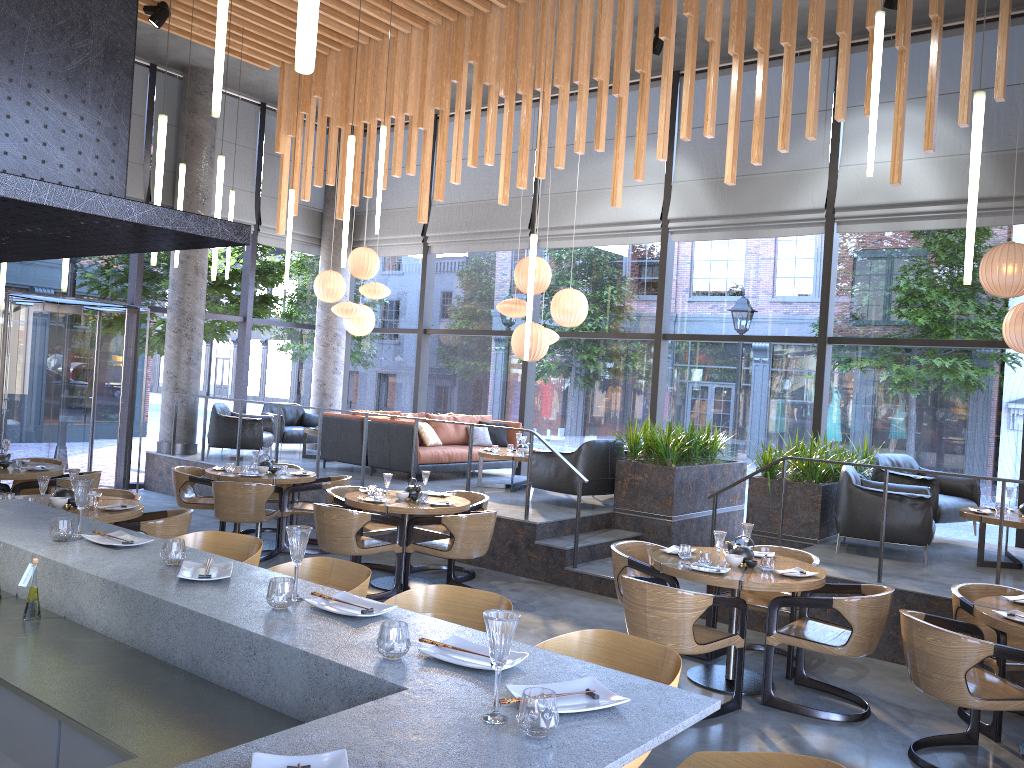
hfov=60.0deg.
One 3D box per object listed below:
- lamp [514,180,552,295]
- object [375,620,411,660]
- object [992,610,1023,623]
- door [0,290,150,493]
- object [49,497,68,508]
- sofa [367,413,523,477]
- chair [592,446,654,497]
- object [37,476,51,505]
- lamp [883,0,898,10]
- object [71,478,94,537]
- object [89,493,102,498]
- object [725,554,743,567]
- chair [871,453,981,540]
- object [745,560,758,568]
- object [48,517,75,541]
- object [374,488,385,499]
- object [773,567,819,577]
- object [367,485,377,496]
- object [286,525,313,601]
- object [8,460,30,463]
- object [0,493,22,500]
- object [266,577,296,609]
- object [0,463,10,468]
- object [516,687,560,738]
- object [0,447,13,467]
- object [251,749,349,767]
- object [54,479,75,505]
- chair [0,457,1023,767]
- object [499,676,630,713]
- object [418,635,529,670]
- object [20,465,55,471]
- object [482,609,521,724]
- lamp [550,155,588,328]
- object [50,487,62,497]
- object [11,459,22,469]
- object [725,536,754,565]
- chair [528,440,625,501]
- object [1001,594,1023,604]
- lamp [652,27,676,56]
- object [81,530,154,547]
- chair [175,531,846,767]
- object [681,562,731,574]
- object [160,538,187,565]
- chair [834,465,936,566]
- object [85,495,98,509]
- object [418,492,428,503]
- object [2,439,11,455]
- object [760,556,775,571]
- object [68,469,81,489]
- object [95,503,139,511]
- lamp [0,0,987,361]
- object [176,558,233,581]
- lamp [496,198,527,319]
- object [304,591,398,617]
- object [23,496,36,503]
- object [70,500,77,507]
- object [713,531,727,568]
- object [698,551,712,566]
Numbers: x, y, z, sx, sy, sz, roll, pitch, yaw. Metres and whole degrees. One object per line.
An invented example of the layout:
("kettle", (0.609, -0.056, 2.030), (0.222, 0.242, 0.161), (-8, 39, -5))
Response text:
("lamp", (0.318, -2.291, 10.992), (0.465, 2.374, 0.465), (4, 0, -29))
("object", (-0.305, 0.660, 2.279), (0.086, 0.086, 0.086), (4, 0, -31))
("object", (2.688, 1.231, 4.636), (0.170, 0.025, 0.294), (4, 0, -14))
("door", (-5.904, 0.166, 11.395), (2.186, 2.526, 2.186), (4, 0, -33))
("object", (-3.159, 0.828, 6.178), (0.116, 0.065, 0.116), (4, 0, 22))
("sofa", (-0.854, 0.814, 11.787), (0.864, 0.811, 2.226), (4, 0, 38))
("chair", (1.480, 1.002, 10.743), (0.833, 0.743, 1.030), (4, 0, 23))
("object", (-3.187, 0.744, 6.024), (0.082, 0.227, 0.082), (4, 0, -32))
("lamp", (3.629, -3.667, 8.312), (0.273, 0.367, 0.300), (4, 0, -7))
("object", (-1.724, 0.495, 3.546), (0.082, 0.227, 0.082), (4, 0, -18))
("object", (-3.254, 0.841, 6.665), (0.294, 0.025, 0.170), (4, 0, -17))
("object", (1.413, 1.127, 5.647), (0.116, 0.065, 0.116), (4, 0, 16))
("chair", (4.067, 1.095, 8.815), (1.030, 0.743, 0.833), (4, 0, -38))
("object", (1.521, 1.146, 5.634), (0.080, 0.042, 0.080), (4, 0, 2))
("object", (-1.746, 0.564, 3.438), (0.086, 0.086, 0.086), (4, 0, 38))
("object", (-1.143, 0.947, 7.639), (0.086, 0.086, 0.086), (4, 0, -27))
("object", (1.733, 1.168, 5.471), (0.294, 0.025, 0.170), (4, 0, -33))
("object", (-1.234, 0.941, 7.830), (0.086, 0.086, 0.086), (4, 0, -27))
("object", (-0.676, 0.564, 2.789), (0.082, 0.227, 0.082), (4, 0, -18))
("object", (-4.794, 0.739, 8.490), (0.294, 0.025, 0.170), (4, 0, -17))
("object", (-3.557, 0.791, 6.225), (0.253, 0.086, 0.335), (4, 0, -4))
("object", (-0.698, 0.633, 2.682), (0.086, 0.086, 0.086), (4, 0, 38))
("object", (-4.606, 0.743, 8.061), (0.080, 0.042, 0.080), (4, 0, 0))
("object", (0.054, 0.683, 1.840), (0.086, 0.086, 0.086), (4, 0, -25))
("object", (-4.711, 0.667, 8.148), (0.168, 0.179, 0.163), (4, 0, -1))
("object", (-0.354, 0.688, 1.489), (0.170, 0.025, 0.294), (4, 0, -14))
("object", (-3.173, 0.769, 6.325), (0.163, 0.179, 0.168), (4, 0, 3))
("chair", (-0.963, 1.379, 6.213), (9.749, 0.759, 4.352), (4, 0, 39))
("object", (0.103, 0.717, 2.024), (0.294, 0.025, 0.170), (4, 0, -27))
("object", (-0.122, 0.702, 2.312), (0.294, 0.025, 0.170), (4, 0, 31))
("object", (-4.339, 0.769, 8.069), (0.170, 0.025, 0.294), (4, 0, 18))
("object", (-0.029, 0.607, 1.905), (0.082, 0.227, 0.082), (4, 0, 9))
("lamp", (-0.245, -2.323, 7.843), (0.468, 3.124, 6.999), (4, 0, 19))
("object", (-3.333, 0.805, 6.493), (0.086, 0.086, 0.086), (4, 0, -15))
("object", (-4.499, 0.728, 8.055), (0.086, 0.086, 0.086), (4, 0, -3))
("object", (1.496, 1.075, 5.773), (0.163, 0.179, 0.168), (4, 0, -15))
("chair", (0.763, 0.956, 9.803), (0.833, 0.743, 1.030), (4, 0, 44))
("object", (2.957, 1.248, 5.114), (0.294, 0.025, 0.170), (4, 0, -27))
("lamp", (1.632, -3.799, 9.824), (0.273, 0.367, 0.300), (4, 0, -34))
("object", (-1.562, 0.607, 3.478), (0.294, 0.025, 0.170), (4, 0, 36))
("chair", (-0.924, 1.241, 1.218), (2.787, 1.047, 5.395), (4, 0, 15))
("object", (1.176, 1.132, 5.453), (0.294, 0.025, 0.170), (4, 0, 35))
("object", (-1.207, 0.600, 3.163), (0.086, 0.086, 0.086), (4, 0, 13))
("chair", (3.300, 1.123, 7.856), (0.833, 0.743, 1.030), (4, 0, 23))
("object", (-2.959, 0.830, 6.230), (0.086, 0.086, 0.086), (4, 0, 1))
("object", (-0.763, 0.972, 7.603), (0.086, 0.086, 0.086), (4, 0, -5))
("object", (-4.771, 0.639, 8.357), (0.082, 0.227, 0.082), (4, 0, 31))
("object", (1.601, 1.128, 5.563), (0.086, 0.086, 0.086), (4, 0, 40))
("object", (-3.231, 0.741, 6.532), (0.082, 0.227, 0.082), (4, 0, 31))
("object", (-2.799, 0.871, 6.243), (0.170, 0.025, 0.294), (4, 0, 18))
("lamp", (-1.935, -5.417, 4.019), (8.975, 10.231, 8.774), (4, 0, 36))
("object", (-1.054, 0.641, 3.058), (0.170, 0.025, 0.294), (4, 0, -15))
("lamp", (0.099, -1.956, 11.128), (0.467, 2.271, 0.467), (4, 0, 1))
("object", (-0.514, 0.677, 2.721), (0.294, 0.025, 0.170), (4, 0, 36))
("object", (-3.277, 0.809, 6.019), (0.086, 0.086, 0.086), (4, 0, 24))
("object", (-3.066, 0.845, 6.236), (0.080, 0.042, 0.080), (4, 0, 23))
("object", (1.295, 1.037, 5.550), (0.082, 0.227, 0.082), (4, 0, 7))
("object", (1.221, 1.104, 5.599), (0.086, 0.086, 0.086), (4, 0, -27))
